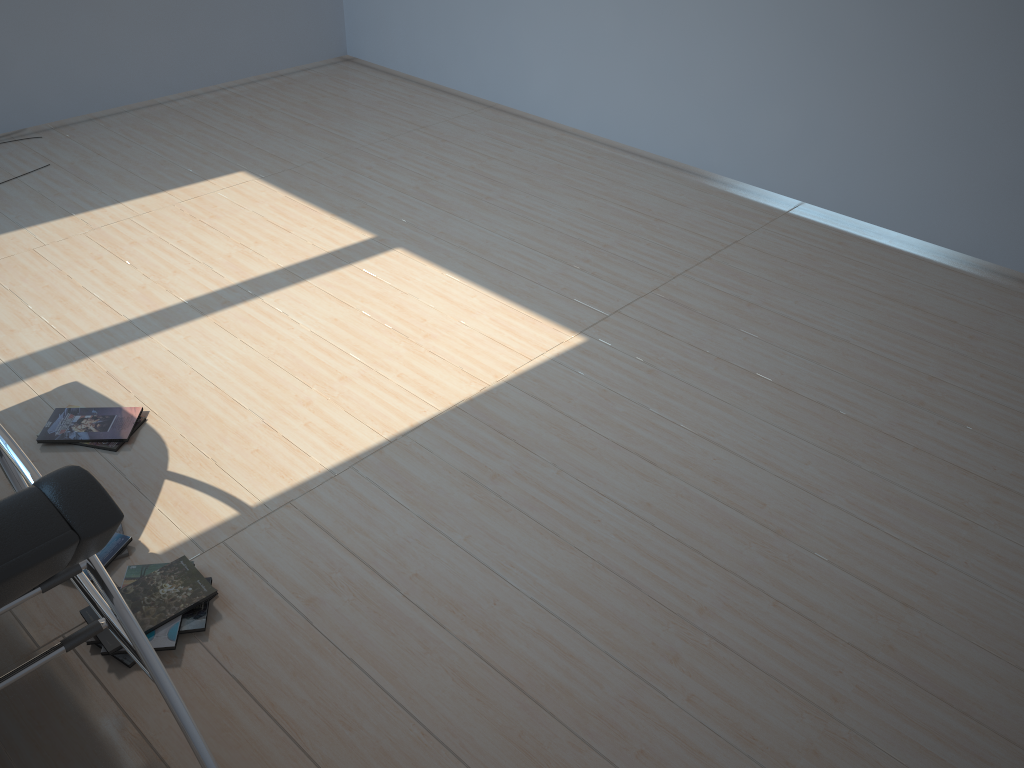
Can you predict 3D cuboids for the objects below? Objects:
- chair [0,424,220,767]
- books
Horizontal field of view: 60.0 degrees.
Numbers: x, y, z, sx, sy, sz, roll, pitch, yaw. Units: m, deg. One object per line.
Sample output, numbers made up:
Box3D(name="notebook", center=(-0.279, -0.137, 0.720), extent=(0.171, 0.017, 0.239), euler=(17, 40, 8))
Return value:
Box3D(name="chair", center=(-1.638, 0.336, 2.104), extent=(2.114, 0.953, 0.836), euler=(29, 43, 33))
Box3D(name="books", center=(-3.131, 0.100, 3.019), extent=(4.790, 0.222, 1.045), euler=(7, 35, 8))
